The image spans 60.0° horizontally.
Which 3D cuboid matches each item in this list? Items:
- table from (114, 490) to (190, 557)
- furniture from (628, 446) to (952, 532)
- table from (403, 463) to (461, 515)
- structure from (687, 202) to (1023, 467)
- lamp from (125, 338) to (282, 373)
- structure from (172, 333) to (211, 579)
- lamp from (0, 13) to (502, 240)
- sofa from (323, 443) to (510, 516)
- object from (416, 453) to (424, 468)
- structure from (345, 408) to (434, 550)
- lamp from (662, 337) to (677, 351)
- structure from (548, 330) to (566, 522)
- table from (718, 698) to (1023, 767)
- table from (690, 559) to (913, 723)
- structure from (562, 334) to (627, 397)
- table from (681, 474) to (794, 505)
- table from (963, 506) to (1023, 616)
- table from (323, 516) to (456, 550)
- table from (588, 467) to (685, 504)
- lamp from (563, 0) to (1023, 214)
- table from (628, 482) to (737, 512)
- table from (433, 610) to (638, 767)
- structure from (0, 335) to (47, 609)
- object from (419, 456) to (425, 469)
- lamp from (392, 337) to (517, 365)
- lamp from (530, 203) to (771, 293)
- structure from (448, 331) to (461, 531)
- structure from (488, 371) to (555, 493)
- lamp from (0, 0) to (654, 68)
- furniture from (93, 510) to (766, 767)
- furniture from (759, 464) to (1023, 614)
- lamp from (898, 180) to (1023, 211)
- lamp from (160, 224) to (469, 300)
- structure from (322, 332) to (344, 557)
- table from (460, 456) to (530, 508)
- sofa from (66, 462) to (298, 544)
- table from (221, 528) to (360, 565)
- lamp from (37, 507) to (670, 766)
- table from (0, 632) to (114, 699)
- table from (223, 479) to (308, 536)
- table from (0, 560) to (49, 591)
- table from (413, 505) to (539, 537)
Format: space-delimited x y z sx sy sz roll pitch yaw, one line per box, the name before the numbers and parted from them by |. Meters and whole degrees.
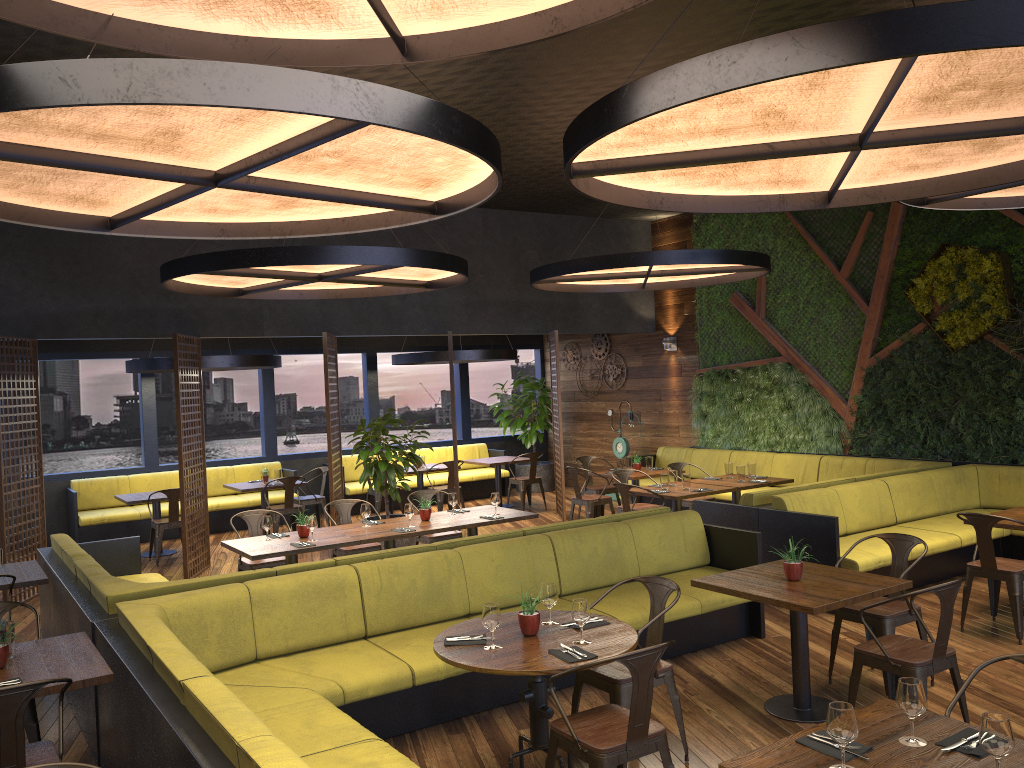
table | -4.550 1.805 11.430 0.887 0.763 0.906 -3 0 -33
furniture | 2.312 1.424 10.803 3.378 0.916 4.755 -3 0 -33
table | -1.375 1.653 13.515 0.906 0.763 0.887 -3 0 -33
structure | 5.222 -0.542 9.858 0.918 4.593 9.182 -3 0 -34
lamp | -4.168 -1.274 11.931 1.979 2.172 1.979 -3 0 12
structure | -3.610 0.800 10.016 0.050 2.700 0.852 -3 0 -3
lamp | -1.468 -1.663 4.306 2.778 1.475 2.778 -3 0 -29
sofa | -1.543 1.578 14.972 3.061 0.914 0.966 -3 0 -33
object | -1.420 1.136 13.501 0.238 0.271 0.260 -3 0 -12
structure | -1.515 1.174 10.600 0.993 1.763 1.166 -2 0 27
lamp | 2.467 -0.632 14.038 0.189 0.215 0.215 -3 0 -33
structure | 0.653 0.596 12.809 0.050 2.700 0.852 -3 0 -3
table | 1.305 1.584 2.754 0.906 0.763 0.887 -3 0 -33
table | 1.728 1.553 5.297 0.887 0.763 0.906 -3 0 -33
structure | 1.422 -0.355 15.759 0.058 1.178 1.791 -3 0 -33
table | 2.610 1.490 10.234 0.887 0.763 0.906 -3 0 -33
table | 4.236 1.433 6.940 0.887 0.763 0.906 -3 0 -33
table | -1.105 1.667 7.982 0.906 0.763 0.887 -3 0 -33
table | 1.641 1.527 11.618 0.887 0.763 0.906 -3 0 -33
lamp | 1.601 -1.799 4.138 2.778 1.475 2.778 -2 0 16
table | 1.830 1.527 9.723 0.887 0.763 0.906 -3 0 -33
table | 0.132 1.628 4.384 1.007 0.760 1.007 -3 0 4
structure | -5.031 0.868 9.085 0.050 2.700 0.852 -3 0 -3
object | -1.354 1.180 13.338 0.102 0.178 0.102 -2 0 42
lamp | -0.952 -1.430 14.038 1.979 2.172 1.979 -2 0 42
lamp | 1.574 -1.904 10.439 2.778 1.362 2.778 -2 0 21
structure | -0.768 0.664 11.878 0.050 2.700 0.852 -3 0 -3
structure | 0.348 0.853 16.035 1.493 2.184 1.272 -3 0 -33
lamp | -0.616 -1.869 2.237 2.778 1.159 2.778 -2 0 17
furniture | -0.039 1.556 5.327 4.895 0.914 7.462 -3 0 -38
furniture | 4.847 1.330 6.922 3.372 0.914 4.503 -3 0 -33
lamp | 4.251 -2.106 6.425 2.778 1.159 2.778 -3 0 -43
lamp | -1.830 -1.666 8.303 2.778 1.475 2.778 -3 0 -33
structure | -2.189 0.732 10.947 0.050 2.700 0.852 -3 0 -3
table | -0.204 1.597 14.277 0.887 0.763 0.906 -3 0 -33
sofa | -4.711 1.730 12.897 3.061 0.914 0.966 -3 0 -33
table | -1.862 1.703 7.485 0.906 0.763 0.887 -3 0 -33
lamp | -3.207 0.793 6.151 9.057 2.714 3.017 -3 0 -33
table | -2.444 1.745 4.237 0.887 0.763 0.906 -3 0 -33
table | -3.381 1.749 12.201 0.906 0.763 0.887 -3 0 -33
table | -3.925 1.800 6.494 0.887 0.763 0.906 -3 0 -33
table | -0.352 1.631 8.481 0.906 0.763 0.887 -3 0 -33
